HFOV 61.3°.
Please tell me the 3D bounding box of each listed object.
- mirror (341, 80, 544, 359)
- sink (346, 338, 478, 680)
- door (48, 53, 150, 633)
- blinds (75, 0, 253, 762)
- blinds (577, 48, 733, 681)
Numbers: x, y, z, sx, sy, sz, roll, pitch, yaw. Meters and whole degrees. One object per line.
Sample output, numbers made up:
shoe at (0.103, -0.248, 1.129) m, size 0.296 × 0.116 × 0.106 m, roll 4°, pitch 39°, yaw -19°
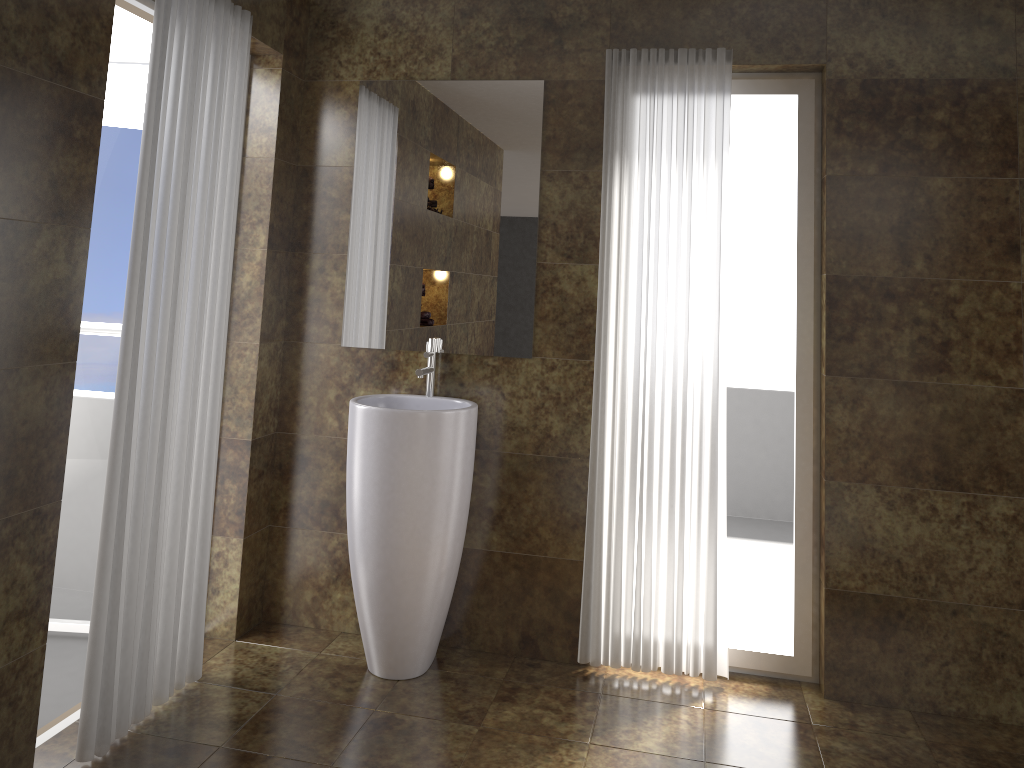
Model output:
mirror at (-0.274, -0.670, 3.406) m, size 0.769 × 1.103 × 0.008 m, roll 2°, pitch -7°, yaw 12°
sink at (-0.370, 0.414, 3.061) m, size 0.459 × 1.148 × 0.429 m, roll 1°, pitch -5°, yaw 14°
door at (-1.629, -0.203, 3.314) m, size 0.962 × 2.251 × 0.039 m, roll 3°, pitch -7°, yaw 2°
blinds at (-1.033, -0.161, 2.712) m, size 0.068 × 2.301 × 0.588 m, roll 1°, pitch -6°, yaw 12°
blinds at (0.539, -0.137, 3.139) m, size 0.520 × 2.289 × 0.066 m, roll 1°, pitch -7°, yaw 11°
